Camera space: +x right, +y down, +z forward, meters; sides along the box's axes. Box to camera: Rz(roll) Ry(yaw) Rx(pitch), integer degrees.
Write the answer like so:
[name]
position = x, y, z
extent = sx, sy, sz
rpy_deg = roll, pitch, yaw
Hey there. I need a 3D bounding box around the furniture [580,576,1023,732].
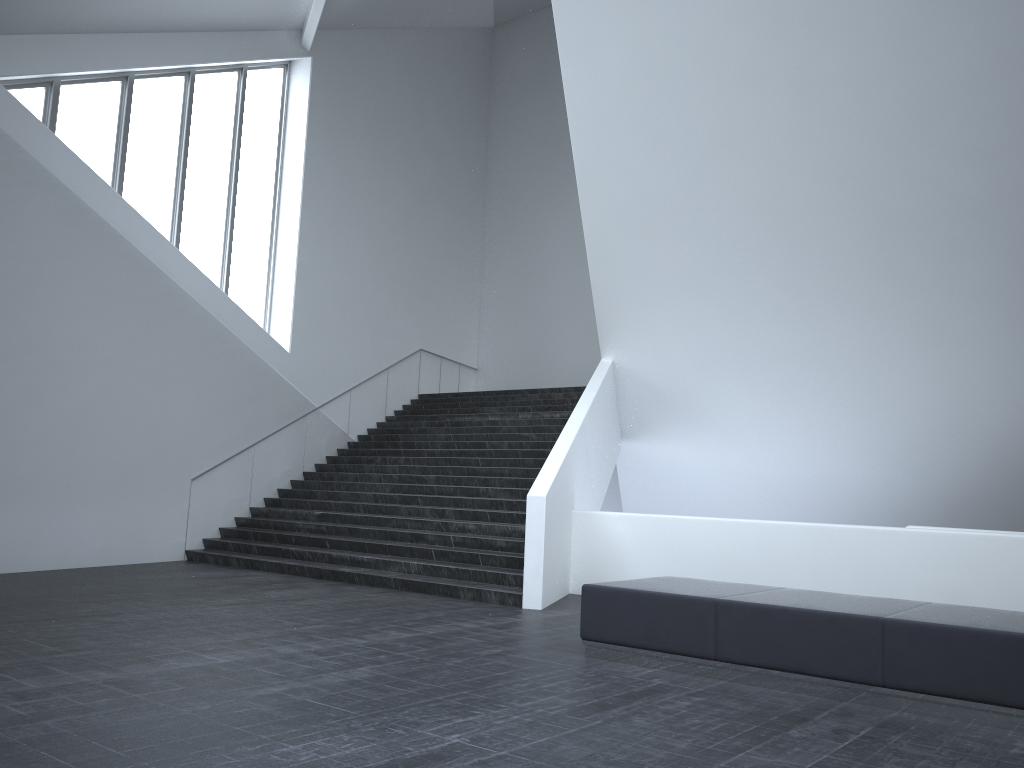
[furniture]
position = 3.276, 1.866, 5.930
extent = 5.742, 0.580, 1.488
rpy_deg = -3, -9, 37
